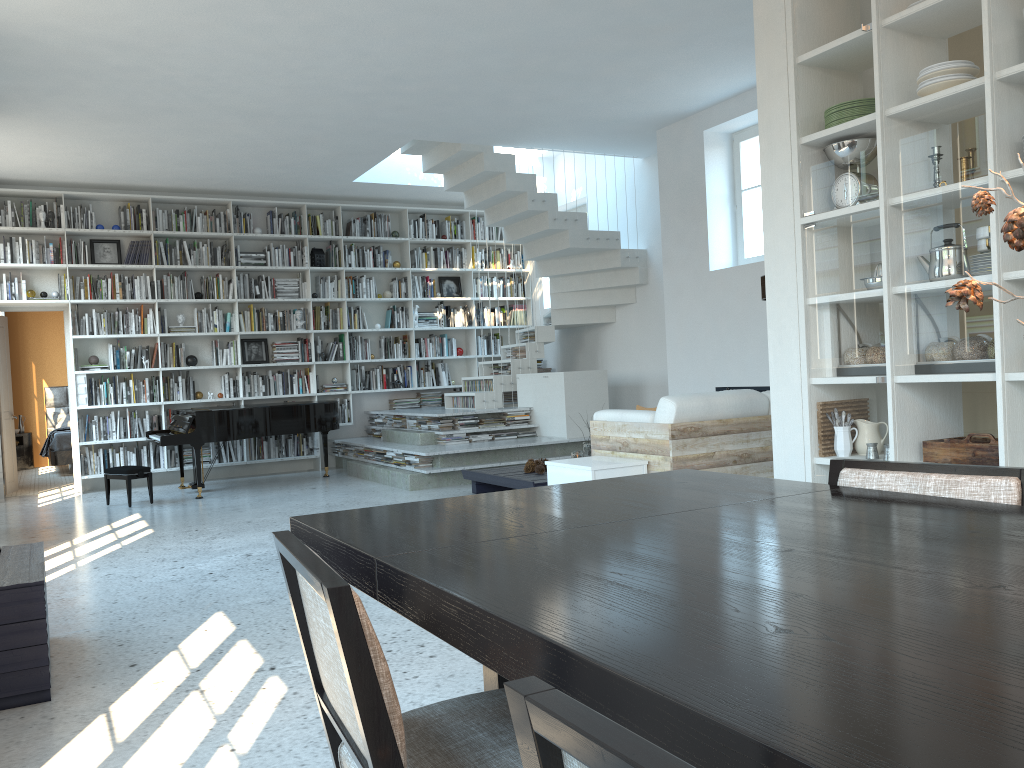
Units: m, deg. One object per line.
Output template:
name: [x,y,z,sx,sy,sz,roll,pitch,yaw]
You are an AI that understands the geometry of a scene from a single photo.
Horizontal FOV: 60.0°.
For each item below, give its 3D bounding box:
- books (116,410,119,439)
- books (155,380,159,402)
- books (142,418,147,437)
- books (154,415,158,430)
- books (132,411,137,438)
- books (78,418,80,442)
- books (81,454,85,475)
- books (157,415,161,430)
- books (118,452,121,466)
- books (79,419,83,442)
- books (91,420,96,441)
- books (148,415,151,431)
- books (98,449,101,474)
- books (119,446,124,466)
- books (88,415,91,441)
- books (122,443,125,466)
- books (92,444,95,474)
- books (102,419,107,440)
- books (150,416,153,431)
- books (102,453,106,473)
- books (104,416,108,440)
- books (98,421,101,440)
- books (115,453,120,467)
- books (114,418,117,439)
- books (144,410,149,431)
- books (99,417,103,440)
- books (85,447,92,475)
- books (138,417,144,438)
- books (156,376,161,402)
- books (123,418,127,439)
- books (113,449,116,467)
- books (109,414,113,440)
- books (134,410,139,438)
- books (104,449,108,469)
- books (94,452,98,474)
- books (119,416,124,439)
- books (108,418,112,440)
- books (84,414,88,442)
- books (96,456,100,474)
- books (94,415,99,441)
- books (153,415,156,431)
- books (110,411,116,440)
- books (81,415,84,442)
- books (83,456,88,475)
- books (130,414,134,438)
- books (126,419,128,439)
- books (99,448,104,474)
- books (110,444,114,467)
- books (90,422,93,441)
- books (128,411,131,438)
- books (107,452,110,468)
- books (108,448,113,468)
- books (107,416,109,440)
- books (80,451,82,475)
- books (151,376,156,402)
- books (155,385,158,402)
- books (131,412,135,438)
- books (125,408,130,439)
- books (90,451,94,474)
books: [-4.231,0.437,9.514,0.039,0.307,0.172,-4,1,-28]
books: [-3.884,0.077,9.703,0.010,0.240,0.174,-4,1,-28]
books: [-4.006,0.476,9.666,0.030,0.203,0.142,-4,1,-28]
books: [-3.901,0.454,9.715,0.026,0.236,0.140,-4,1,-28]
books: [-4.087,0.437,9.606,0.022,0.291,0.137,-4,1,-28]
books: [-4.574,0.483,9.355,0.012,0.254,0.161,-4,1,-28]
books: [-4.539,0.851,9.372,0.023,0.216,0.158,-4,1,-28]
books: [-3.871,0.455,9.720,0.030,0.230,0.151,-4,1,-28]
books: [-4.228,0.835,9.546,0.014,0.211,0.146,-4,1,-28]
books: [-4.549,0.490,9.352,0.029,0.239,0.154,-4,1,-28]
books: [-4.436,0.492,9.402,0.022,0.220,0.187,-4,1,-28]
books: [-3.951,0.455,9.656,0.011,0.239,0.174,-4,1,-28]
books: [-4.386,0.820,9.426,0.013,0.262,0.174,-4,1,-28]
books: [-4.197,0.806,9.533,0.031,0.266,0.186,-4,1,-28]
books: [-4.483,0.468,9.401,0.010,0.274,0.150,-4,1,-28]
books: [-4.187,0.786,9.559,0.014,0.304,0.139,-4,1,-28]
books: [-4.444,0.794,9.414,0.011,0.318,0.157,-4,1,-28]
books: [-4.346,0.486,9.448,0.028,0.223,0.189,-4,1,-28]
books: [-3.948,0.461,9.696,0.030,0.227,0.140,-4,1,-28]
books: [-4.359,0.846,9.464,0.022,0.205,0.158,-4,1,-28]
books: [-4.330,0.468,9.459,0.013,0.257,0.189,-4,1,-28]
books: [-4.402,0.500,9.452,0.025,0.200,0.137,-4,1,-28]
books: [-4.233,0.841,9.509,0.030,0.201,0.168,-4,1,-28]
books: [-4.261,0.476,9.522,0.012,0.232,0.148,-4,1,-28]
books: [-3.980,0.432,9.670,0.025,0.288,0.130,-4,1,-28]
books: [-4.384,0.475,9.466,0.022,0.248,0.133,-4,1,-28]
books: [-4.487,0.809,9.387,0.044,0.294,0.181,-4,1,-28]
books: [-4.037,0.471,9.629,0.058,0.216,0.177,-4,1,-28]
books: [-3.880,0.057,9.730,0.024,0.280,0.136,-4,1,-28]
books: [-4.180,0.475,9.561,0.028,0.225,0.134,-4,1,-28]
books: [-4.269,0.820,9.518,0.022,0.246,0.135,-4,1,-28]
books: [-4.299,0.458,9.507,0.013,0.274,0.146,-4,1,-28]
books: [-4.069,0.431,9.609,0.013,0.301,0.172,-4,1,-28]
books: [-4.342,0.821,9.477,0.022,0.252,0.139,-4,1,-28]
books: [-4.425,0.839,9.418,0.022,0.226,0.154,-4,1,-28]
books: [-4.208,0.470,9.550,0.031,0.239,0.132,-4,1,-28]
books: [-4.307,0.481,9.481,0.028,0.229,0.157,-4,1,-28]
books: [-4.502,0.465,9.369,0.052,0.283,0.172,-4,1,-28]
books: [-4.408,0.858,9.435,0.022,0.186,0.145,-4,1,-28]
books: [-4.417,0.468,9.419,0.029,0.266,0.171,-4,1,-28]
books: [-3.905,0.458,9.671,0.023,0.228,0.190,-4,1,-28]
books: [-4.278,0.444,9.509,0.027,0.299,0.142,-4,1,-28]
books: [-4.525,0.469,9.347,0.011,0.277,0.189,-4,1,-28]
books: [-4.504,0.862,9.361,0.029,0.190,0.176,-4,1,-28]
books: [-4.125,0.457,9.596,0.029,0.254,0.153,-4,1,-28]
books: [-4.162,0.482,9.570,0.013,0.209,0.154,-4,1,-28]
books: [-4.373,0.817,9.439,0.023,0.266,0.177,-4,1,-28]
books: [-4.276,0.794,9.491,0.013,0.300,0.183,-4,1,-28]
books: [-4.466,0.505,9.411,0.024,0.198,0.148,-4,1,-28]
books: [-4.135,0.438,9.570,0.012,0.295,0.176,-4,1,-28]
books: [-4.317,0.836,9.479,0.022,0.221,0.163,-4,1,-28]
books: [-4.299,0.817,9.495,0.027,0.256,0.160,-4,1,-28]
books: [-4.318,0.470,9.460,0.010,0.252,0.177,-4,1,-28]
books: [-4.556,0.833,9.363,0.012,0.254,0.161,-4,1,-28]
books: [-3.913,0.056,9.680,0.014,0.286,0.179,-4,1,-28]
books: [-3.909,0.105,9.719,0.023,0.187,0.130,-4,1,-28]
books: [-4.108,0.441,9.608,0.013,0.284,0.139,-4,1,-28]
books: [-4.143,0.423,9.557,0.014,0.325,0.170,-4,1,-28]
books: [-4.459,0.831,9.410,0.024,0.246,0.143,-4,1,-28]
